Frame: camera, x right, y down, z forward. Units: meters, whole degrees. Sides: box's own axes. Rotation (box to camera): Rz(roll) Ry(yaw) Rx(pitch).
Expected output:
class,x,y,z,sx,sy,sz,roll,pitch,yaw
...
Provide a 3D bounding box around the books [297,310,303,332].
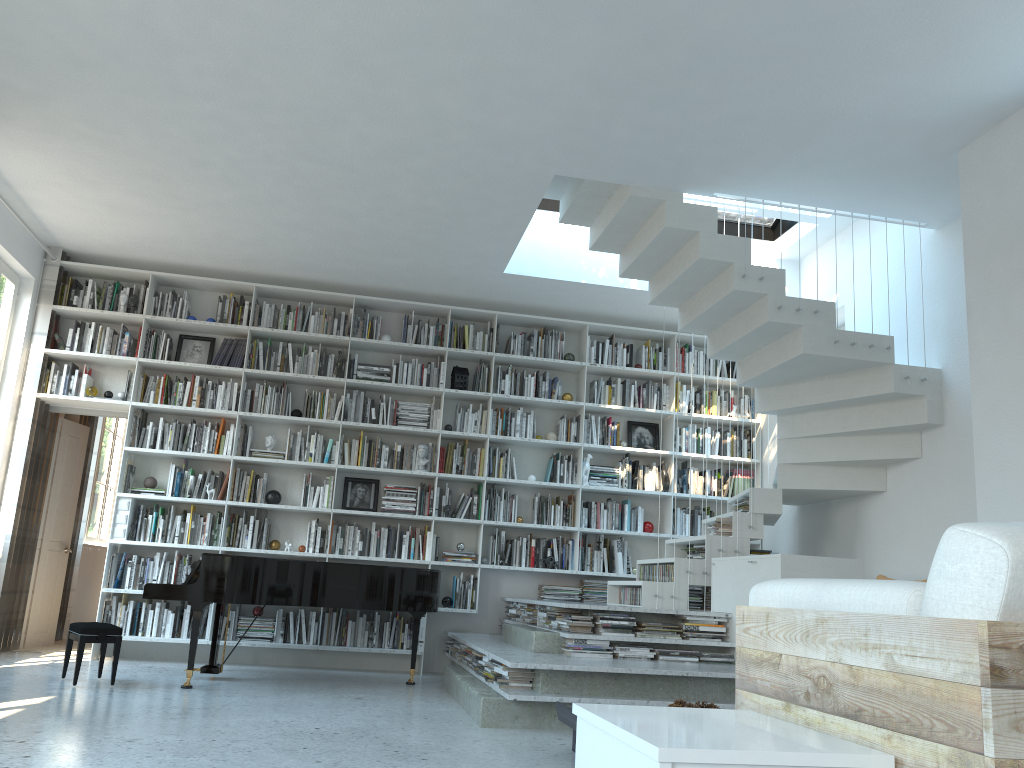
class,x,y,z,sx,sy,sz,roll,pitch,yaw
books,-1.855,-0.515,7.760,0.029,0.235,0.130,6,-13,-10

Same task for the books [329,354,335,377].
class,x,y,z,sx,sy,sz,roll,pitch,yaw
books,-1.572,-0.127,7.738,0.025,0.236,0.153,6,-13,-10

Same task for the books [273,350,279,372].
class,x,y,z,sx,sy,sz,roll,pitch,yaw
books,-2.030,-0.168,7.642,0.029,0.218,0.158,6,-13,-10

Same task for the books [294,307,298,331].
class,x,y,z,sx,sy,sz,roll,pitch,yaw
books,-1.883,-0.529,7.743,0.013,0.251,0.184,6,-13,-10

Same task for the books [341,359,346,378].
class,x,y,z,sx,sy,sz,roll,pitch,yaw
books,-1.478,-0.103,7.756,0.028,0.211,0.135,6,-13,-10

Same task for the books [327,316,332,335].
class,x,y,z,sx,sy,sz,roll,pitch,yaw
books,-1.601,-0.478,7.771,0.026,0.199,0.187,6,-13,-10

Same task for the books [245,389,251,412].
class,x,y,z,sx,sy,sz,roll,pitch,yaw
books,-2.242,0.171,7.551,0.029,0.224,0.136,6,-13,-10

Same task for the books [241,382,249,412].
class,x,y,z,sx,sy,sz,roll,pitch,yaw
books,-2.273,0.136,7.545,0.012,0.284,0.160,6,-13,-10

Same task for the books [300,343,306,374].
class,x,y,z,sx,sy,sz,roll,pitch,yaw
books,-1.812,-0.189,7.689,0.012,0.307,0.145,6,-13,-10

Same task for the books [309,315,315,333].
class,x,y,z,sx,sy,sz,roll,pitch,yaw
books,-1.748,-0.485,7.762,0.031,0.189,0.182,6,-13,-10

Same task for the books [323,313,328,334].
class,x,y,z,sx,sy,sz,roll,pitch,yaw
books,-1.639,-0.493,7.783,0.021,0.228,0.161,6,-13,-10

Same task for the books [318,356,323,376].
class,x,y,z,sx,sy,sz,roll,pitch,yaw
books,-1.669,-0.125,7.718,0.024,0.213,0.150,6,-13,-10

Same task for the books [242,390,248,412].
class,x,y,z,sx,sy,sz,roll,pitch,yaw
books,-2.259,0.172,7.522,0.015,0.207,0.186,6,-13,-10

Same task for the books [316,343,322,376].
class,x,y,z,sx,sy,sz,roll,pitch,yaw
books,-1.679,-0.180,7.705,0.011,0.312,0.184,6,-13,-10

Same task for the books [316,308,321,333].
class,x,y,z,sx,sy,sz,roll,pitch,yaw
books,-1.700,-0.516,7.788,0.014,0.268,0.156,6,-13,-10

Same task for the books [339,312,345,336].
class,x,y,z,sx,sy,sz,roll,pitch,yaw
books,-1.500,-0.491,7.825,0.030,0.260,0.151,6,-13,-10

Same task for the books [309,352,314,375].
class,x,y,z,sx,sy,sz,roll,pitch,yaw
books,-1.737,-0.144,7.682,0.021,0.225,0.192,6,-13,-10

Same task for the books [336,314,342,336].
class,x,y,z,sx,sy,sz,roll,pitch,yaw
books,-1.526,-0.484,7.809,0.026,0.236,0.149,6,-13,-10

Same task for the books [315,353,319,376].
class,x,y,z,sx,sy,sz,roll,pitch,yaw
books,-1.695,-0.139,7.704,0.013,0.230,0.142,6,-13,-10

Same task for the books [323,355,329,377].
class,x,y,z,sx,sy,sz,roll,pitch,yaw
books,-1.617,-0.126,7.709,0.030,0.217,0.183,6,-13,-10

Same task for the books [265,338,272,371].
class,x,y,z,sx,sy,sz,roll,pitch,yaw
books,-2.099,-0.224,7.632,0.012,0.314,0.172,6,-13,-10

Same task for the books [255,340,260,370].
class,x,y,z,sx,sy,sz,roll,pitch,yaw
books,-2.188,-0.218,7.623,0.010,0.286,0.148,6,-13,-10

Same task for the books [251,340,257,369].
class,x,y,z,sx,sy,sz,roll,pitch,yaw
books,-2.213,-0.218,7.620,0.013,0.283,0.159,6,-13,-10

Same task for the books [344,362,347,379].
class,x,y,z,sx,sy,sz,roll,pitch,yaw
books,-1.457,-0.091,7.765,0.019,0.193,0.098,6,-13,-10

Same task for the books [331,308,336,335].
class,x,y,z,sx,sy,sz,roll,pitch,yaw
books,-1.573,-0.513,7.802,0.013,0.285,0.160,6,-13,-10

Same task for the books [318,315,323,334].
class,x,y,z,sx,sy,sz,roll,pitch,yaw
books,-1.682,-0.485,7.794,0.029,0.213,0.142,6,-13,-10

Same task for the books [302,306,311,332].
class,x,y,z,sx,sy,sz,roll,pitch,yaw
books,-1.799,-0.531,7.757,0.052,0.272,0.173,6,-13,-10

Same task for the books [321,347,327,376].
class,x,y,z,sx,sy,sz,roll,pitch,yaw
books,-1.644,-0.160,7.732,0.022,0.290,0.147,6,-13,-10

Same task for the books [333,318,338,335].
class,x,y,z,sx,sy,sz,roll,pitch,yaw
books,-1.553,-0.463,7.790,0.031,0.184,0.177,6,-13,-10

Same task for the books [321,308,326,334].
class,x,y,z,sx,sy,sz,roll,pitch,yaw
books,-1.654,-0.514,7.777,0.014,0.266,0.192,6,-13,-10

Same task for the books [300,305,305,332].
class,x,y,z,sx,sy,sz,roll,pitch,yaw
books,-1.831,-0.536,7.754,0.013,0.275,0.165,6,-13,-10

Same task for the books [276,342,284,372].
class,x,y,z,sx,sy,sz,roll,pitch,yaw
books,-2.003,-0.202,7.654,0.023,0.292,0.156,6,-13,-10

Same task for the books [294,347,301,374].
class,x,y,z,sx,sy,sz,roll,pitch,yaw
books,-1.860,-0.172,7.683,0.027,0.264,0.169,6,-13,-10

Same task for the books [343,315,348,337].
class,x,y,z,sx,sy,sz,roll,pitch,yaw
books,-1.470,-0.475,7.805,0.026,0.225,0.172,6,-13,-10

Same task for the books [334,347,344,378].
class,x,y,z,sx,sy,sz,roll,pitch,yaw
books,-1.513,-0.157,7.735,0.058,0.302,0.175,6,-13,-10

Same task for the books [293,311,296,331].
class,x,y,z,sx,sy,sz,roll,pitch,yaw
books,-1.896,-0.513,7.737,0.011,0.215,0.160,6,-13,-10

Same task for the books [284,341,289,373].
class,x,y,z,sx,sy,sz,roll,pitch,yaw
books,-1.954,-0.204,7.682,0.013,0.314,0.135,6,-13,-10

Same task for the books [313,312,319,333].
class,x,y,z,sx,sy,sz,roll,pitch,yaw
books,-1.720,-0.502,7.780,0.026,0.235,0.134,6,-13,-10

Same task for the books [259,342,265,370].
class,x,y,z,sx,sy,sz,roll,pitch,yaw
books,-2.152,-0.206,7.635,0.067,0.274,0.168,6,-13,-10

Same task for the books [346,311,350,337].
class,x,y,z,sx,sy,sz,roll,pitch,yaw
books,-1.450,-0.492,7.821,0.014,0.266,0.172,6,-13,-10

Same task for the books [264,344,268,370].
class,x,y,z,sx,sy,sz,roll,pitch,yaw
books,-2.113,-0.197,7.632,0.011,0.259,0.157,6,-13,-10

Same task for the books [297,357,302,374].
class,x,y,z,sx,sy,sz,roll,pitch,yaw
books,-1.835,-0.129,7.672,0.028,0.179,0.168,6,-13,-10

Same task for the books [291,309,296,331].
class,x,y,z,sx,sy,sz,roll,pitch,yaw
books,-1.909,-0.522,7.744,0.013,0.234,0.155,6,-13,-10

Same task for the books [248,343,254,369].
class,x,y,z,sx,sy,sz,roll,pitch,yaw
books,-2.229,-0.210,7.600,0.023,0.255,0.175,6,-13,-10

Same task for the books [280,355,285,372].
class,x,y,z,sx,sy,sz,roll,pitch,yaw
books,-1.980,-0.142,7.656,0.034,0.180,0.160,6,-13,-10

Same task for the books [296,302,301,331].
class,x,y,z,sx,sy,sz,roll,pitch,yaw
books,-1.870,-0.550,7.752,0.010,0.298,0.151,6,-13,-10

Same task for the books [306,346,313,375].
class,x,y,z,sx,sy,sz,roll,pitch,yaw
books,-1.763,-0.171,7.707,0.026,0.286,0.138,6,-13,-10

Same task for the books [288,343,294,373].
class,x,y,z,sx,sy,sz,roll,pitch,yaw
books,-1.907,-0.190,7.662,0.075,0.285,0.178,6,-13,-10

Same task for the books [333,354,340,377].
class,x,y,z,sx,sy,sz,roll,pitch,yaw
books,-1.529,-0.140,7.729,0.055,0.263,0.167,6,-13,-10

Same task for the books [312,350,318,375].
class,x,y,z,sx,sy,sz,roll,pitch,yaw
books,-1.715,-0.155,7.708,0.028,0.260,0.136,6,-13,-10

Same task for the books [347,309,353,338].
class,x,y,z,sx,sy,sz,roll,pitch,yaw
books,-1.429,-0.501,7.822,0.026,0.288,0.176,6,-13,-10

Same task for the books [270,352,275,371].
class,x,y,z,sx,sy,sz,roll,pitch,yaw
books,-2.058,-0.161,7.642,0.024,0.201,0.153,6,-13,-10

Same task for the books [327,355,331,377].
class,x,y,z,sx,sy,sz,roll,pitch,yaw
books,-1.593,-0.125,7.718,0.022,0.222,0.161,6,-13,-10

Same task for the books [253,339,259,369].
class,x,y,z,sx,sy,sz,roll,pitch,yaw
books,-2.204,-0.224,7.645,0.014,0.308,0.130,6,-13,-10

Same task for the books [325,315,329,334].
class,x,y,z,sx,sy,sz,roll,pitch,yaw
books,-1.621,-0.483,7.771,0.013,0.206,0.178,6,-13,-10

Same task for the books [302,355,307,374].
class,x,y,z,sx,sy,sz,roll,pitch,yaw
books,-1.802,-0.135,7.707,0.024,0.212,0.128,6,-13,-10

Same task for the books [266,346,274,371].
class,x,y,z,sx,sy,sz,roll,pitch,yaw
books,-2.081,-0.186,7.629,0.031,0.241,0.181,6,-13,-10

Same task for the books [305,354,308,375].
class,x,y,z,sx,sy,sz,roll,pitch,yaw
books,-1.780,-0.138,7.684,0.010,0.208,0.174,6,-13,-10

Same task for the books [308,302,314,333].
class,x,y,z,sx,sy,sz,roll,pitch,yaw
books,-1.768,-0.546,7.779,0.014,0.314,0.166,6,-13,-10
